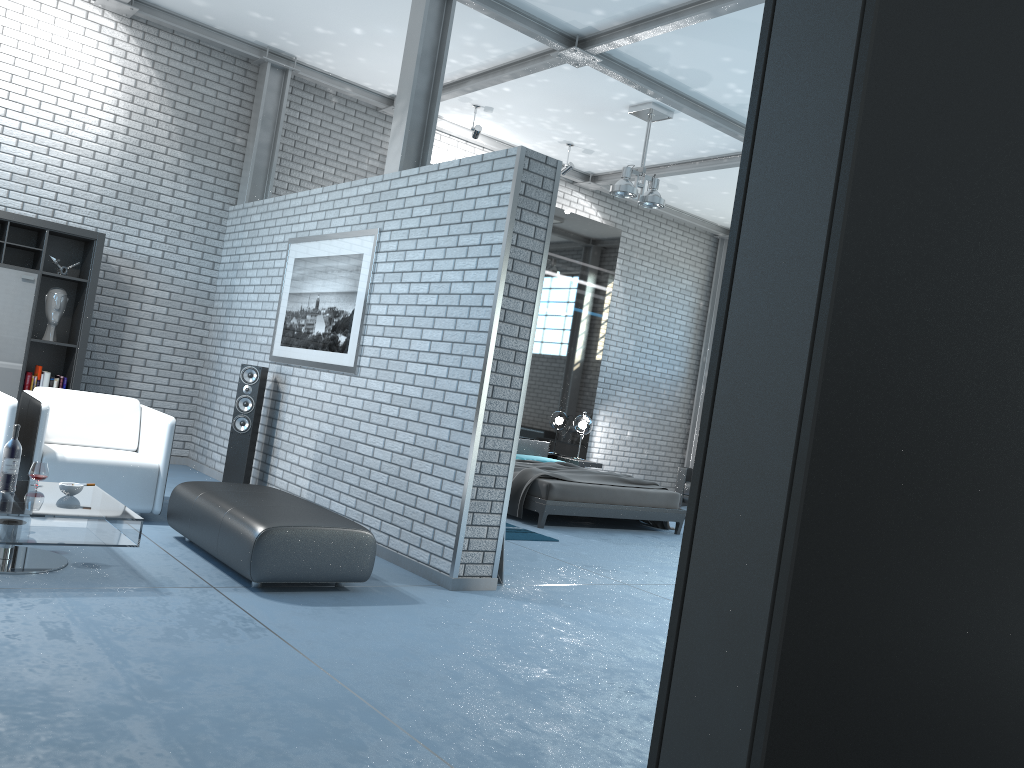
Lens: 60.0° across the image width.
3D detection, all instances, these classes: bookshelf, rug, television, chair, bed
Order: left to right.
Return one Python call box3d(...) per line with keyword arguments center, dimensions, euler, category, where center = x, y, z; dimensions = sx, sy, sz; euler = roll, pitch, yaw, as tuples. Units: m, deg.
box3d(center=(-3.390, 0.279, 5.086), dimensions=(0.767, 0.661, 0.919), euler=(10, -1, -40), category="chair")
box3d(center=(-4.346, -0.430, 6.814), dimensions=(1.930, 1.920, 0.419), euler=(10, -1, -38), category="bookshelf")
box3d(center=(-2.672, 0.403, 5.610), dimensions=(0.767, 0.661, 0.919), euler=(10, -1, -36), category="chair")
box3d(center=(-0.593, 1.155, 7.861), dimensions=(0.886, 0.012, 2.060), euler=(10, -1, -38), category="rug")
box3d(center=(0.432, 1.021, 9.444), dimensions=(2.290, 0.674, 2.261), euler=(10, -1, -38), category="bed")
box3d(center=(2.531, 1.157, 10.952), dimensions=(0.763, 1.099, 0.940), euler=(8, -1, 27), category="chair")
box3d(center=(0.633, 0.247, 0.893), dimensions=(1.356, 0.919, 0.343), euler=(10, -1, -38), category="television")

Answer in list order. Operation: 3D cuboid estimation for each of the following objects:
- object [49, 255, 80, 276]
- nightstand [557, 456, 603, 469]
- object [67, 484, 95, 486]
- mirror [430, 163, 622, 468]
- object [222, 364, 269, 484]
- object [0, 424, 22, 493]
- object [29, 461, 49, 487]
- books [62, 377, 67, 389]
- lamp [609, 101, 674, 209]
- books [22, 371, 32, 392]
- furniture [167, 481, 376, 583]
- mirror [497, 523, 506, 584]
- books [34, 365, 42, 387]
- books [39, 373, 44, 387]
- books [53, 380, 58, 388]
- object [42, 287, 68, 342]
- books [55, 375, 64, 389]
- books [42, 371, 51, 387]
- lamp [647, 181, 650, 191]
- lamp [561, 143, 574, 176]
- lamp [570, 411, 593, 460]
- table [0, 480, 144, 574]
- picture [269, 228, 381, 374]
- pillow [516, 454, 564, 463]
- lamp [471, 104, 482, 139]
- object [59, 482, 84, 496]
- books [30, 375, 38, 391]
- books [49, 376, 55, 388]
box3d(center=(-3.672, -0.956, 7.267), dimensions=(0.072, 0.147, 0.322), euler=(9, -1, 23), category="object")
box3d(center=(0.802, 1.186, 10.939), dimensions=(0.400, 0.501, 0.400), euler=(10, -1, -38), category="nightstand")
box3d(center=(-2.101, 0.507, 4.314), dimensions=(0.128, 0.052, 0.024), euler=(10, -2, -45), category="object")
box3d(center=(-0.185, -0.500, 10.409), dimensions=(3.400, 3.500, 0.050), euler=(10, -1, -38), category="mirror")
box3d(center=(-2.085, 0.373, 6.908), dimensions=(0.159, 1.045, 0.254), euler=(9, -1, -3), category="object")
box3d(center=(-2.333, 0.345, 4.133), dimensions=(0.079, 0.316, 0.079), euler=(9, -1, -5), category="object")
box3d(center=(-2.350, 0.447, 4.404), dimensions=(0.089, 0.120, 0.089), euler=(9, -1, 18), category="object")
box3d(center=(-3.707, 0.074, 7.295), dimensions=(0.027, 0.263, 0.155), euler=(10, -1, -38), category="books")
box3d(center=(1.243, -2.152, 8.330), dimensions=(0.639, 0.872, 0.300), euler=(10, -1, -38), category="lamp")
box3d(center=(-3.915, 0.034, 7.129), dimensions=(0.049, 0.270, 0.155), euler=(10, -1, -38), category="books")
box3d(center=(-1.343, 0.776, 4.846), dimensions=(0.685, 0.301, 1.291), euler=(10, -1, -38), category="furniture")
box3d(center=(-0.241, 0.672, 5.500), dimensions=(0.165, 0.978, 0.674), euler=(10, -1, -38), category="mirror")
box3d(center=(-3.853, 0.015, 7.176), dimensions=(0.026, 0.329, 0.155), euler=(10, -1, -38), category="books")
box3d(center=(-3.840, 0.048, 7.190), dimensions=(0.020, 0.270, 0.153), euler=(10, -1, -38), category="books")
box3d(center=(-3.760, 0.082, 7.255), dimensions=(0.026, 0.229, 0.155), euler=(10, -1, -38), category="books")
box3d(center=(-3.745, -0.570, 7.253), dimensions=(0.156, 0.443, 0.156), euler=(9, -1, 5), category="object")
box3d(center=(-3.732, 0.066, 7.275), dimensions=(0.038, 0.270, 0.155), euler=(10, -1, -38), category="books")
box3d(center=(-3.810, 0.044, 7.207), dimensions=(0.046, 0.288, 0.164), euler=(10, -1, -38), category="books")
box3d(center=(1.610, -2.317, 10.669), dimensions=(0.161, 0.343, 0.137), euler=(9, -1, 22), category="lamp")
box3d(center=(0.612, -2.496, 9.873), dimensions=(0.167, 0.332, 0.137), euler=(8, -1, 42), category="lamp")
box3d(center=(0.866, 0.635, 11.024), dimensions=(0.259, 0.596, 0.250), euler=(10, -1, -30), category="lamp")
box3d(center=(-2.308, 0.659, 4.075), dimensions=(0.900, 0.300, 0.900), euler=(10, -1, -38), category="table")
box3d(center=(-1.438, -0.625, 6.650), dimensions=(0.020, 1.015, 1.490), euler=(10, -1, -38), category="picture")
box3d(center=(-0.107, 0.832, 10.033), dimensions=(1.810, 0.115, 0.567), euler=(10, -1, -38), category="pillow")
box3d(center=(-0.372, -2.678, 9.071), dimensions=(0.137, 0.311, 0.166), euler=(9, -1, -13), category="lamp")
box3d(center=(-2.132, 0.511, 4.284), dimensions=(0.108, 0.056, 0.108), euler=(10, -1, -42), category="object")
box3d(center=(-3.879, 0.053, 7.149), dimensions=(0.038, 0.244, 0.171), euler=(10, -1, -38), category="books")
box3d(center=(-3.786, 0.064, 7.240), dimensions=(0.038, 0.256, 0.144), euler=(10, -1, -38), category="books")
